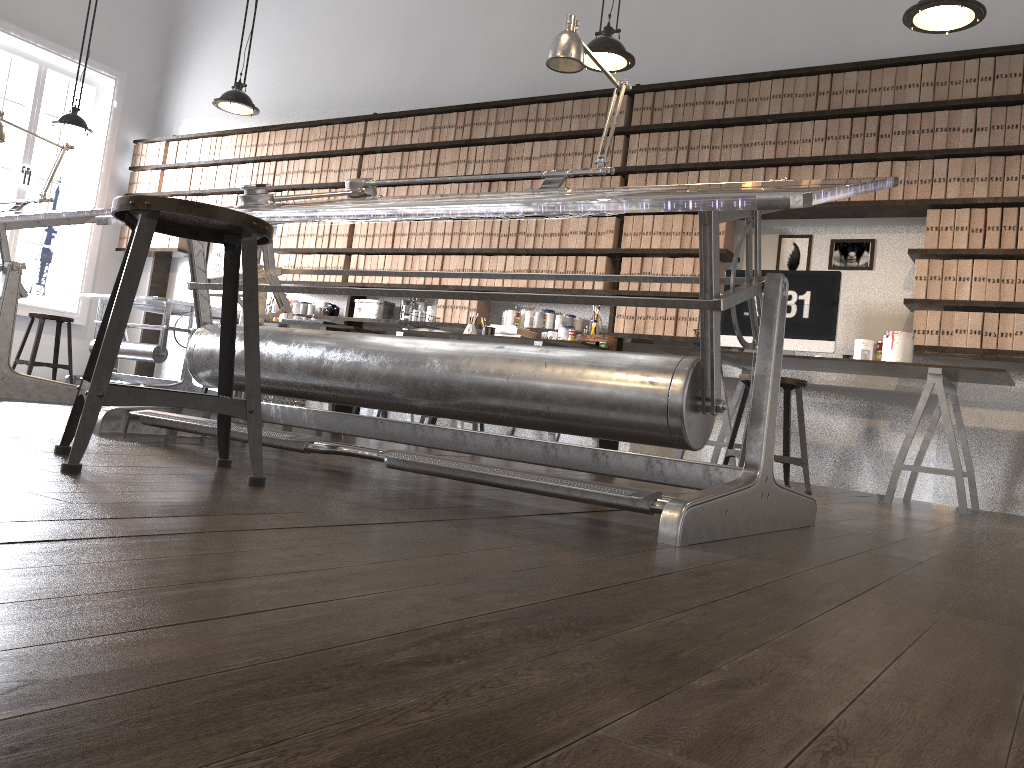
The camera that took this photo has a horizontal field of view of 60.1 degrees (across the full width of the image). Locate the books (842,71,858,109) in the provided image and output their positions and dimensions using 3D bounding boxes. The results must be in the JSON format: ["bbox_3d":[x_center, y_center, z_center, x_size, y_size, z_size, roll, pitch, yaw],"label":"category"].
[{"bbox_3d":[1.987,-1.679,5.160,0.067,0.226,0.173,4,-5,33],"label":"books"}]

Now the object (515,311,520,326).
[{"bbox_3d":[0.028,-0.445,6.194,0.045,0.128,0.044,4,-6,33],"label":"object"}]

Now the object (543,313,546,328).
[{"bbox_3d":[0.215,-0.425,6.107,0.044,0.128,0.044,11,-6,-39],"label":"object"}]

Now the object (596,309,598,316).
[{"bbox_3d":[0.524,-0.393,5.556,0.021,0.181,0.005,11,-6,-38],"label":"object"}]

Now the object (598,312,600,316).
[{"bbox_3d":[0.535,-0.376,5.559,0.005,0.148,0.033,8,-5,-14],"label":"object"}]

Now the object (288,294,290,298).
[{"bbox_3d":[-1.920,-0.676,7.553,0.005,0.185,0.033,5,-5,26],"label":"object"}]

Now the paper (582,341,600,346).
[{"bbox_3d":[0.432,-0.250,5.404,0.137,0.038,0.155,9,-3,-42],"label":"paper"}]

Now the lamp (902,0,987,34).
[{"bbox_3d":[1.906,-2.617,3.729,0.311,2.262,0.310,10,-6,-32],"label":"lamp"}]

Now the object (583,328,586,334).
[{"bbox_3d":[0.446,-0.299,5.620,0.040,0.131,0.005,4,-6,31],"label":"object"}]

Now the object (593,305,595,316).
[{"bbox_3d":[0.516,-0.409,5.575,0.055,0.215,0.007,3,-6,39],"label":"object"}]

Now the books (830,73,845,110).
[{"bbox_3d":[1.929,-1.685,5.203,0.067,0.226,0.173,4,-5,33],"label":"books"}]

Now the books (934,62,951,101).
[{"bbox_3d":[2.392,-1.639,4.902,0.067,0.226,0.173,4,-5,33],"label":"books"}]

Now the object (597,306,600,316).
[{"bbox_3d":[0.529,-0.396,5.562,0.008,0.187,0.071,8,-5,-15],"label":"object"}]

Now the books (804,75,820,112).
[{"bbox_3d":[1.805,-1.697,5.284,0.067,0.226,0.173,4,-5,33],"label":"books"}]

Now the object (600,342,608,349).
[{"bbox_3d":[0.559,-0.235,5.396,0.049,0.037,0.049,5,-4,36],"label":"object"}]

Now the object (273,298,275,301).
[{"bbox_3d":[-1.941,-0.649,7.174,0.055,0.194,0.006,4,-6,32],"label":"object"}]

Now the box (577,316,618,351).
[{"bbox_3d":[0.538,-0.321,5.531,0.212,0.208,0.137,5,-5,33],"label":"box"}]

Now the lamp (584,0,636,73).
[{"bbox_3d":[0.604,-2.747,4.573,0.311,2.262,0.310,10,-6,-32],"label":"lamp"}]

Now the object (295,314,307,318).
[{"bbox_3d":[-1.706,-0.496,7.119,0.095,0.128,0.093,4,-5,37],"label":"object"}]

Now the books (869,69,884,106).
[{"bbox_3d":[2.108,-1.667,5.087,0.067,0.226,0.173,4,-5,33],"label":"books"}]

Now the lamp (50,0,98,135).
[{"bbox_3d":[-3.365,-3.144,7.138,0.311,2.262,0.311,6,-5,12],"label":"lamp"}]

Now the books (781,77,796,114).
[{"bbox_3d":[1.693,-1.709,5.348,0.067,0.227,0.173,4,-5,33],"label":"books"}]

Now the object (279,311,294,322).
[{"bbox_3d":[-1.802,-0.516,7.056,0.105,0.142,0.103,5,-4,25],"label":"object"}]

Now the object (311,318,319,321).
[{"bbox_3d":[-1.571,-0.469,7.028,0.062,0.095,0.061,8,-4,-8],"label":"object"}]

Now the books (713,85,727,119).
[{"bbox_3d":[1.337,-1.744,5.583,0.067,0.226,0.173,4,-5,33],"label":"books"}]

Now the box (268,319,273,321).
[{"bbox_3d":[-2.006,-0.513,7.169,0.212,0.084,0.137,5,-3,33],"label":"box"}]

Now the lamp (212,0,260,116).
[{"bbox_3d":[-1.730,-2.981,6.085,0.311,2.262,0.311,6,-5,12],"label":"lamp"}]

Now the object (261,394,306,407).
[{"bbox_3d":[-0.898,0.012,3.300,0.351,0.379,0.353,10,-4,-35],"label":"object"}]

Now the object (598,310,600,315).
[{"bbox_3d":[0.541,-0.414,5.578,0.020,0.229,0.007,9,-5,-26],"label":"object"}]

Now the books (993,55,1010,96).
[{"bbox_3d":[2.627,-1.615,4.743,0.067,0.227,0.173,4,-5,33],"label":"books"}]

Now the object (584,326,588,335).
[{"bbox_3d":[0.457,-0.297,5.620,0.033,0.148,0.005,4,-6,32],"label":"object"}]

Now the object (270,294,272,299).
[{"bbox_3d":[-1.968,-0.642,7.178,0.022,0.181,0.005,10,-6,-34],"label":"object"}]

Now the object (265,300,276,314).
[{"bbox_3d":[-1.846,-0.604,7.253,0.343,0.147,0.077,9,-5,-34],"label":"object"}]

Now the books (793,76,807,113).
[{"bbox_3d":[1.748,-1.703,5.317,0.067,0.226,0.173,4,-5,33],"label":"books"}]

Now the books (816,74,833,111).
[{"bbox_3d":[1.864,-1.692,5.239,0.067,0.227,0.173,4,-5,33],"label":"books"}]

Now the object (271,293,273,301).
[{"bbox_3d":[-1.952,-0.656,7.165,0.007,0.215,0.055,9,-5,-22],"label":"object"}]

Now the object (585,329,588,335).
[{"bbox_3d":[0.459,-0.292,5.638,0.041,0.125,0.005,4,-6,29],"label":"object"}]

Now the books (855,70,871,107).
[{"bbox_3d":[2.048,-1.673,5.126,0.067,0.226,0.173,4,-5,33],"label":"books"}]

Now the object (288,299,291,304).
[{"bbox_3d":[-1.892,-0.648,7.477,0.050,0.140,0.050,4,-5,30],"label":"object"}]

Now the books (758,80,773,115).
[{"bbox_3d":[1.573,-1.721,5.430,0.067,0.226,0.173,4,-5,33],"label":"books"}]

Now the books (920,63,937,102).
[{"bbox_3d":[2.331,-1.645,4.937,0.067,0.227,0.173,4,-5,33],"label":"books"}]

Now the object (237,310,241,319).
[{"bbox_3d":[-2.227,-0.548,7.223,0.068,0.105,0.068,4,-5,37],"label":"object"}]

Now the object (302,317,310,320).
[{"bbox_3d":[-1.636,-0.477,7.013,0.062,0.094,0.063,8,-4,-8],"label":"object"}]

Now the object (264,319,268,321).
[{"bbox_3d":[-1.979,-0.496,6.941,0.132,0.051,0.197,8,-3,-28],"label":"object"}]

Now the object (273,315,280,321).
[{"bbox_3d":[-1.880,-0.511,7.059,0.050,0.112,0.049,4,-5,29],"label":"object"}]

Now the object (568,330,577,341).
[{"bbox_3d":[0.379,-0.285,5.595,0.050,0.112,0.049,4,-6,36],"label":"object"}]

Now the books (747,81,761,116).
[{"bbox_3d":[1.517,-1.726,5.471,0.067,0.226,0.173,4,-5,33],"label":"books"}]

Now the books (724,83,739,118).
[{"bbox_3d":[1.397,-1.739,5.542,0.067,0.227,0.173,4,-5,33],"label":"books"}]

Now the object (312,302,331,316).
[{"bbox_3d":[-1.549,-0.592,7.233,0.107,0.162,0.235,7,-3,-2],"label":"object"}]

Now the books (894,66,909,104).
[{"bbox_3d":[2.219,-1.656,5.013,0.067,0.226,0.173,4,-5,33],"label":"books"}]

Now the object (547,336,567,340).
[{"bbox_3d":[0.311,-0.267,5.458,0.197,0.051,0.131,7,-2,4],"label":"object"}]

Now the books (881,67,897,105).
[{"bbox_3d":[2.161,-1.662,5.045,0.067,0.227,0.173,4,-5,33],"label":"books"}]

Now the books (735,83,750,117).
[{"bbox_3d":[1.458,-1.732,5.507,0.067,0.226,0.173,4,-5,33],"label":"books"}]

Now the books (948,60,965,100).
[{"bbox_3d":[2.451,-1.633,4.866,0.067,0.226,0.173,4,-5,33],"label":"books"}]

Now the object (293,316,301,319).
[{"bbox_3d":[-1.705,-0.487,7.006,0.061,0.095,0.062,8,-4,-17],"label":"object"}]

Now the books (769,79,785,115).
[{"bbox_3d":[1.632,-1.715,5.387,0.067,0.226,0.173,4,-5,33],"label":"books"}]
